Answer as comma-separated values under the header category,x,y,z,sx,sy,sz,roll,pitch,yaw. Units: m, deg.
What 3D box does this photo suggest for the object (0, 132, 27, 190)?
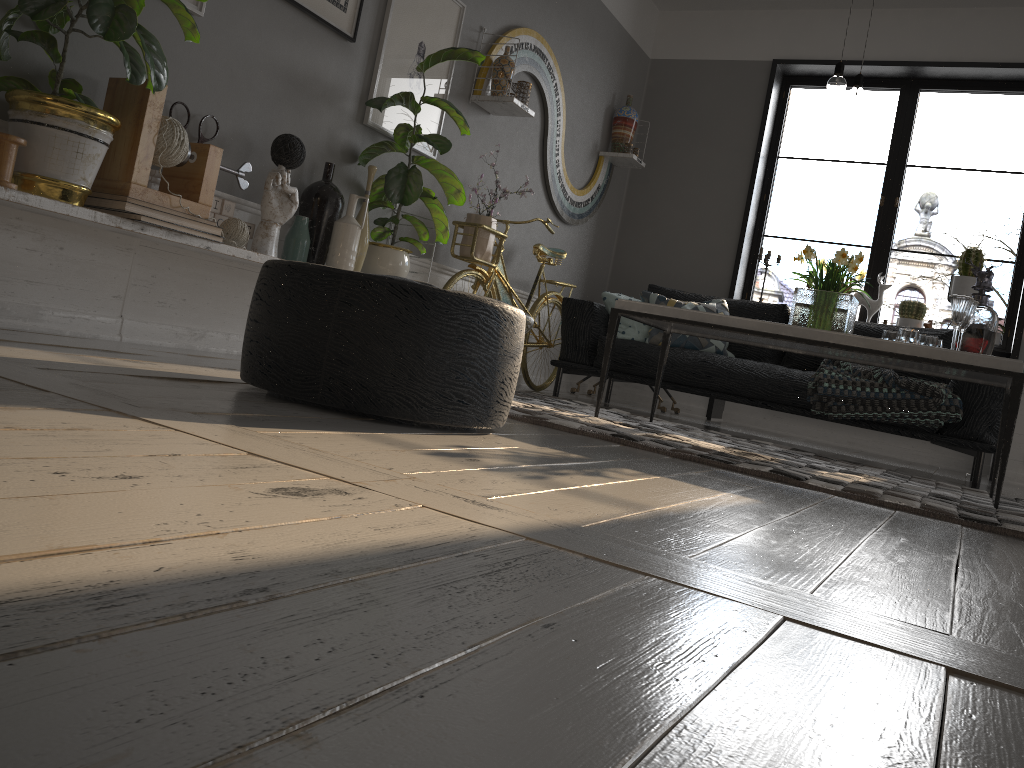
category,x,y,z,sx,sy,sz,roll,pitch,yaw
object,-1.562,-0.648,2.086,0.330,0.307,0.780,11,2,28

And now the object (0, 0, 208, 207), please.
category,x,y,z,sx,sy,sz,roll,pitch,yaw
object,-1.195,-0.988,2.523,0.547,0.965,0.508,11,-1,13

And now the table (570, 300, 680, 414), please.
category,x,y,z,sx,sy,sz,roll,pitch,yaw
table,0.864,-0.194,6.308,0.746,0.680,0.337,11,-1,28

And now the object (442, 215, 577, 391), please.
category,x,y,z,sx,sy,sz,roll,pitch,yaw
object,0.028,-0.456,5.098,0.428,0.970,1.619,11,1,19

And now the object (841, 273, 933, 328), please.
category,x,y,z,sx,sy,sz,roll,pitch,yaw
object,2.504,-0.526,5.915,0.666,0.410,0.133,12,-1,29

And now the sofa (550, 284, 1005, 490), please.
category,x,y,z,sx,sy,sz,roll,pitch,yaw
sofa,1.443,-0.077,4.912,2.353,0.799,0.965,12,1,27

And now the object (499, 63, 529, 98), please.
category,x,y,z,sx,sy,sz,roll,pitch,yaw
object,0.003,-1.573,4.647,0.196,0.166,0.060,11,-1,-29

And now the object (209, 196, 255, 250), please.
category,x,y,z,sx,sy,sz,roll,pitch,yaw
object,-1.071,-0.590,3.264,0.079,0.173,0.263,10,1,33

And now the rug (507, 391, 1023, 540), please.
category,x,y,z,sx,sy,sz,roll,pitch,yaw
rug,0.842,0.245,3.477,2.540,0.034,1.760,12,3,28

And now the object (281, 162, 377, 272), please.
category,x,y,z,sx,sy,sz,roll,pitch,yaw
object,-0.732,-0.700,3.633,0.331,0.489,0.286,11,-1,-12

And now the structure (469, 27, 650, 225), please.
category,x,y,z,sx,sy,sz,roll,pitch,yaw
structure,0.368,-1.549,5.516,0.268,0.956,2.011,10,1,27

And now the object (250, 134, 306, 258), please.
category,x,y,z,sx,sy,sz,roll,pitch,yaw
object,-0.889,-0.716,3.362,0.137,0.484,0.154,10,-1,27

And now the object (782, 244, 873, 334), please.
category,x,y,z,sx,sy,sz,roll,pitch,yaw
object,1.254,-0.362,3.548,0.353,0.351,0.323,11,0,30

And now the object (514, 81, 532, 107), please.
category,x,y,z,sx,sy,sz,roll,pitch,yaw
object,0.055,-1.557,4.783,0.086,0.140,0.085,11,-1,20

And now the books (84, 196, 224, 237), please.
category,x,y,z,sx,sy,sz,roll,pitch,yaw
books,-1.166,-0.541,2.851,0.261,0.029,0.382,12,2,28

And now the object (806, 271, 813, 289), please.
category,x,y,z,sx,sy,sz,roll,pitch,yaw
object,2.053,-0.611,6.149,0.124,0.376,0.122,10,-1,32

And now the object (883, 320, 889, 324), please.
category,x,y,z,sx,sy,sz,roll,pitch,yaw
object,2.482,-0.377,5.897,0.122,0.099,0.123,10,1,-40

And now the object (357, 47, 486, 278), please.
category,x,y,z,sx,sy,sz,roll,pitch,yaw
object,-0.447,-0.996,4.000,0.564,1.152,0.417,11,-1,-23

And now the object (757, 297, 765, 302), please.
category,x,y,z,sx,sy,sz,roll,pitch,yaw
object,1.785,-0.557,6.369,0.085,0.151,0.084,11,-1,31

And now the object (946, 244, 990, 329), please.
category,x,y,z,sx,sy,sz,roll,pitch,yaw
object,2.897,-0.579,5.656,0.235,0.671,0.228,11,-1,-2

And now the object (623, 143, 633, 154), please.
category,x,y,z,sx,sy,sz,roll,pitch,yaw
object,0.812,-1.639,6.190,0.060,0.079,0.060,11,0,16

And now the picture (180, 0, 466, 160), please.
category,x,y,z,sx,sy,sz,roll,pitch,yaw
picture,-0.216,-1.479,0.328,4.060,1.796,7.254,12,2,28

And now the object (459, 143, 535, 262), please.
category,x,y,z,sx,sy,sz,roll,pitch,yaw
object,-0.045,-0.944,4.747,0.484,0.642,0.255,11,-1,-45

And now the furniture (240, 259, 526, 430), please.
category,x,y,z,sx,sy,sz,roll,pitch,yaw
furniture,-0.340,-0.110,2.397,0.737,0.357,0.733,11,2,15

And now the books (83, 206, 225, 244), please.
category,x,y,z,sx,sy,sz,roll,pitch,yaw
books,-1.170,-0.517,2.864,0.297,0.021,0.366,12,2,22

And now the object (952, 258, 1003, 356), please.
category,x,y,z,sx,sy,sz,roll,pitch,yaw
object,1.829,-0.282,3.467,0.154,0.418,0.149,12,-2,-43

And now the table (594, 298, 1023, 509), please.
category,x,y,z,sx,sy,sz,roll,pitch,yaw
table,1.155,0.060,3.516,1.463,0.511,0.728,12,1,28

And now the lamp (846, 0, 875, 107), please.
category,x,y,z,sx,sy,sz,roll,pitch,yaw
lamp,1.579,-1.857,2.975,0.074,1.538,1.396,11,0,-4

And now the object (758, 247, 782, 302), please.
category,x,y,z,sx,sy,sz,roll,pitch,yaw
object,1.781,-0.727,6.303,0.144,0.491,0.163,12,-1,-26

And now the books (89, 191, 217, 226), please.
category,x,y,z,sx,sy,sz,roll,pitch,yaw
books,-1.172,-0.565,2.854,0.230,0.017,0.377,12,2,25

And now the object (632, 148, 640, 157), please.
category,x,y,z,sx,sy,sz,roll,pitch,yaw
object,0.873,-1.629,6.234,0.050,0.058,0.050,11,0,17

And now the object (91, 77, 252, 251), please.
category,x,y,z,sx,sy,sz,roll,pitch,yaw
object,-1.082,-0.713,2.963,0.240,0.440,0.542,11,0,28

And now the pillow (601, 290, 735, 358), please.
category,x,y,z,sx,sy,sz,roll,pitch,yaw
pillow,0.912,-0.372,5.161,0.800,0.362,0.442,11,1,10

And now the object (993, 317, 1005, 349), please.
category,x,y,z,sx,sy,sz,roll,pitch,yaw
object,2.991,-0.319,5.545,0.172,0.204,0.245,11,1,30

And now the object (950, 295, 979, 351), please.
category,x,y,z,sx,sy,sz,roll,pitch,yaw
object,1.670,-0.207,3.304,0.083,0.227,0.166,10,-1,39

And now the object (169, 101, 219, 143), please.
category,x,y,z,sx,sy,sz,roll,pitch,yaw
object,-1.158,-0.747,3.126,0.019,0.464,0.220,10,-1,27

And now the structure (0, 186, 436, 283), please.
category,x,y,z,sx,sy,sz,roll,pitch,yaw
structure,-1.105,-0.689,2.993,0.309,0.486,2.761,11,2,27

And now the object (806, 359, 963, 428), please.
category,x,y,z,sx,sy,sz,roll,pitch,yaw
object,1.831,0.044,4.369,0.669,0.329,0.488,12,1,23

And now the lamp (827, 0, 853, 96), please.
category,x,y,z,sx,sy,sz,roll,pitch,yaw
lamp,1.470,-1.875,2.893,0.074,1.538,1.396,11,0,-4

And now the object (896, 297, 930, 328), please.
category,x,y,z,sx,sy,sz,roll,pitch,yaw
object,2.651,-0.438,5.881,0.234,0.283,0.213,11,0,2

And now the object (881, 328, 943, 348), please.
category,x,y,z,sx,sy,sz,roll,pitch,yaw
object,1.606,-0.153,3.484,0.246,0.087,0.279,11,2,5

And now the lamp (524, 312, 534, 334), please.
category,x,y,z,sx,sy,sz,roll,pitch,yaw
lamp,-0.132,-0.193,4.437,0.430,0.438,0.435,11,0,-32

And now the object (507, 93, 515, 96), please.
category,x,y,z,sx,sy,sz,roll,pitch,yaw
object,-0.007,-1.543,4.841,0.062,0.082,0.062,11,0,3
